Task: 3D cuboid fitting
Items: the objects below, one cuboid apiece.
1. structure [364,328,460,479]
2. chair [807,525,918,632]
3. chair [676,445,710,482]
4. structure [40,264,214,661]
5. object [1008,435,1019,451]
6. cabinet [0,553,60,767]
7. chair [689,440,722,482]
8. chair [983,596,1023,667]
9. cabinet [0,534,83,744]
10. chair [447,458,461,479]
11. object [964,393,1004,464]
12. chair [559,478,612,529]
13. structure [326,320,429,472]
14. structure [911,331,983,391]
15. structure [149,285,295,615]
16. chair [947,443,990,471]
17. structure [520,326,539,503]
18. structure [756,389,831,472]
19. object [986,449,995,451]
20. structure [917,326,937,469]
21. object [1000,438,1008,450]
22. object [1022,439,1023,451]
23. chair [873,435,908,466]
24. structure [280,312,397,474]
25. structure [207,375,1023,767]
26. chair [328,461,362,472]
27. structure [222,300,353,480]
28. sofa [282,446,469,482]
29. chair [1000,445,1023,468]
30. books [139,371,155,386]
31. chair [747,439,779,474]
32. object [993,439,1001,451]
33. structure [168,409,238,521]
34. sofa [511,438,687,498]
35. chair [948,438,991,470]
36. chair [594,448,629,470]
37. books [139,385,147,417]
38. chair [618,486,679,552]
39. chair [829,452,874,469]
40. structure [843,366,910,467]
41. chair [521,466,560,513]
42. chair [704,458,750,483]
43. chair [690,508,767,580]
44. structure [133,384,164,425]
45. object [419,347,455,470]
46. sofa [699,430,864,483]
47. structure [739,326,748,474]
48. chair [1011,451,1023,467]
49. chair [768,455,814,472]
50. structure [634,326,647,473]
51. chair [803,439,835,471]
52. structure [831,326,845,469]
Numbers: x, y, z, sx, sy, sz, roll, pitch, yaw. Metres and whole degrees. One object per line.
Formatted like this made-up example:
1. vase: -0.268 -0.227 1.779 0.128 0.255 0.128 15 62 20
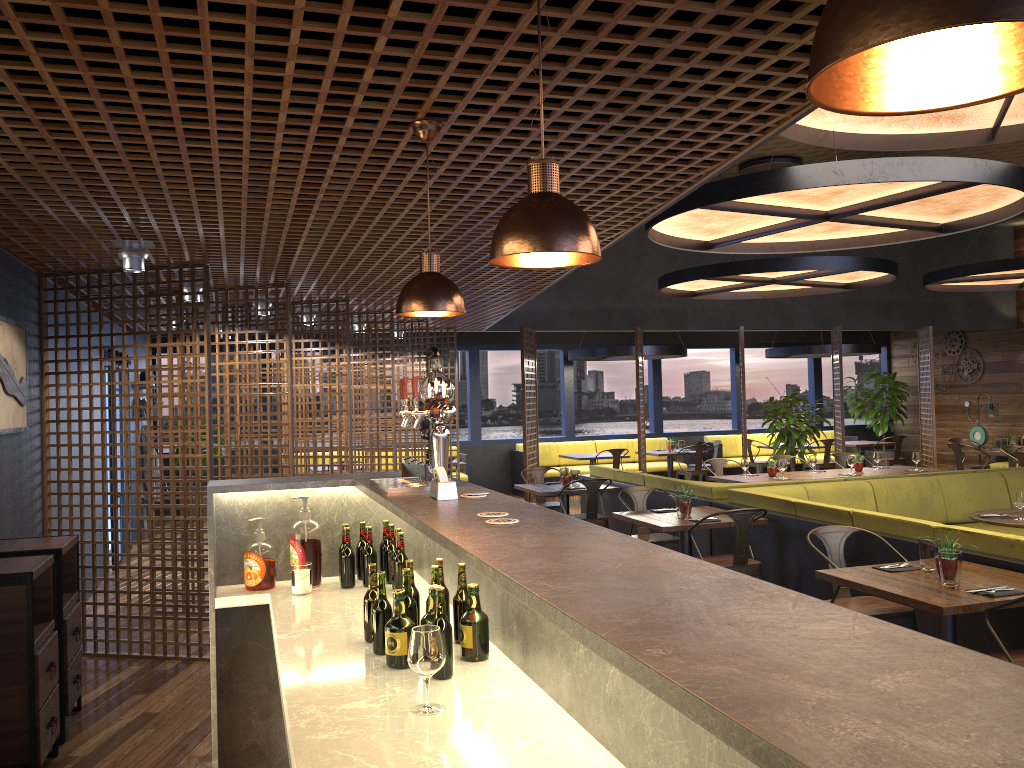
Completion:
1. structure: -1.365 0.610 12.071 1.319 2.700 0.050 -2 -1 13
2. chair: 1.989 1.300 5.050 0.504 0.917 0.541 -1 -1 -17
3. chair: 2.923 1.424 14.290 0.504 0.917 0.541 -1 -1 -17
4. structure: -2.696 0.551 6.202 1.319 2.700 0.050 -2 -1 13
5. object: 7.355 0.849 13.008 0.238 0.271 0.260 -2 -1 4
6. cabinet: -2.403 1.357 4.155 0.473 1.007 0.553 -1 -1 -17
7. chair: 3.300 1.428 15.126 0.541 0.917 0.504 -1 -1 -17
8. chair: 2.357 1.271 3.861 0.504 0.917 0.541 -1 -1 -17
9. cabinet: -2.609 1.373 4.819 0.473 1.007 0.553 -1 -1 -17
10. chair: -1.004 1.507 13.071 0.504 0.917 0.541 -1 -1 -17
11. object: 8.392 0.958 15.709 0.459 1.615 0.848 -1 -1 -17
12. chair: 0.751 1.396 9.021 0.504 0.917 0.541 -1 -1 -17
13. structure: -1.632 0.599 10.897 1.319 2.700 0.050 -2 -1 13
14. structure: 8.323 -0.464 17.066 0.058 1.178 1.791 -1 -1 -17
15. structure: -2.430 0.563 7.376 1.319 2.700 0.050 -2 -1 13
16. chair: 6.613 1.304 12.800 0.541 0.917 0.504 -1 -1 -17
17. structure: 0.262 0.574 12.418 0.050 2.700 0.852 -2 -1 13
18. structure: 4.052 0.952 12.903 0.993 1.763 1.166 -2 -1 43
19. object: 7.233 0.983 13.336 0.255 0.019 0.157 -1 -1 -18
20. structure: 6.754 0.437 14.434 0.050 2.700 0.852 -2 -1 13
21. object: 7.327 0.899 13.202 0.102 0.178 0.102 -2 -1 18
22. object: 7.535 0.890 12.998 0.102 0.178 0.102 -2 -1 18
23. chair: 6.583 1.347 15.427 0.504 0.917 0.541 -1 -1 -17
24. structure: -1.898 0.587 9.724 1.319 2.700 0.050 -2 -1 13
25. structure: -0.268 0.403 0.953 2.700 2.700 9.298 -1 -1 -17
26. chair: -2.370 1.536 12.647 0.504 0.917 0.541 -1 -1 -17
27. structure: -2.164 0.575 8.550 1.319 2.700 0.050 -2 -1 13
28. sofa: -2.287 1.571 14.780 3.061 0.914 0.966 -1 -1 -17
29. chair: 6.824 1.282 11.793 0.504 0.917 0.541 -1 -1 -17
30. books: -5.247 -0.059 12.752 0.177 0.245 0.450 -1 -1 -17
31. chair: 4.347 1.407 15.515 0.541 0.917 0.504 -1 -1 -17
32. object: 7.155 0.901 13.067 0.102 0.178 0.102 -1 -1 -32
33. structure: -4.882 1.201 13.902 0.993 1.763 1.166 -2 -1 43
34. sofa: 1.603 1.489 15.987 3.061 0.914 0.966 -1 -1 -17
35. chair: 7.087 1.307 13.729 0.504 0.917 0.541 -1 -1 -17
36. chair: 1.557 1.453 13.866 0.504 0.917 0.541 -1 -1 -17
37. books: -5.033 0.212 12.107 0.223 0.489 0.286 -1 -1 -26
38. chair: 1.205 1.362 7.632 0.504 0.917 0.541 -1 -1 -17
39. chair: 4.350 1.338 11.277 0.504 0.917 0.541 -1 -1 -17
40. structure: 7.345 0.731 17.617 1.493 2.184 1.272 -1 -1 -17
41. chair: 0.388 1.424 10.192 0.504 0.917 0.541 -1 -1 -17
42. chair: 2.624 1.375 10.741 0.504 0.917 0.541 -1 -1 -17
43. chair: 1.573 1.333 6.442 0.504 0.917 0.541 -1 -1 -17
44. structure: -5.123 0.297 12.538 0.293 0.563 1.220 -1 -1 -17
45. object: -0.486 0.255 5.369 0.263 0.944 0.566 -1 -1 -25
46. sofa: 5.221 1.413 17.111 3.061 0.914 0.966 -1 -1 -17
47. structure: 3.508 0.505 13.426 0.050 2.700 0.852 -2 -1 13
48. chair: 6.464 1.277 10.888 0.541 0.917 0.504 -1 -1 -17
49. chair: 3.490 1.357 11.010 0.504 0.917 0.541 -1 -1 -17
50. structure: 1.885 0.539 12.922 0.050 2.700 0.852 -2 -1 13
51. chair: 5.218 1.376 15.003 0.504 0.917 0.541 -1 -1 -17
52. structure: 5.131 0.471 13.930 0.050 2.700 0.852 -2 -1 13
